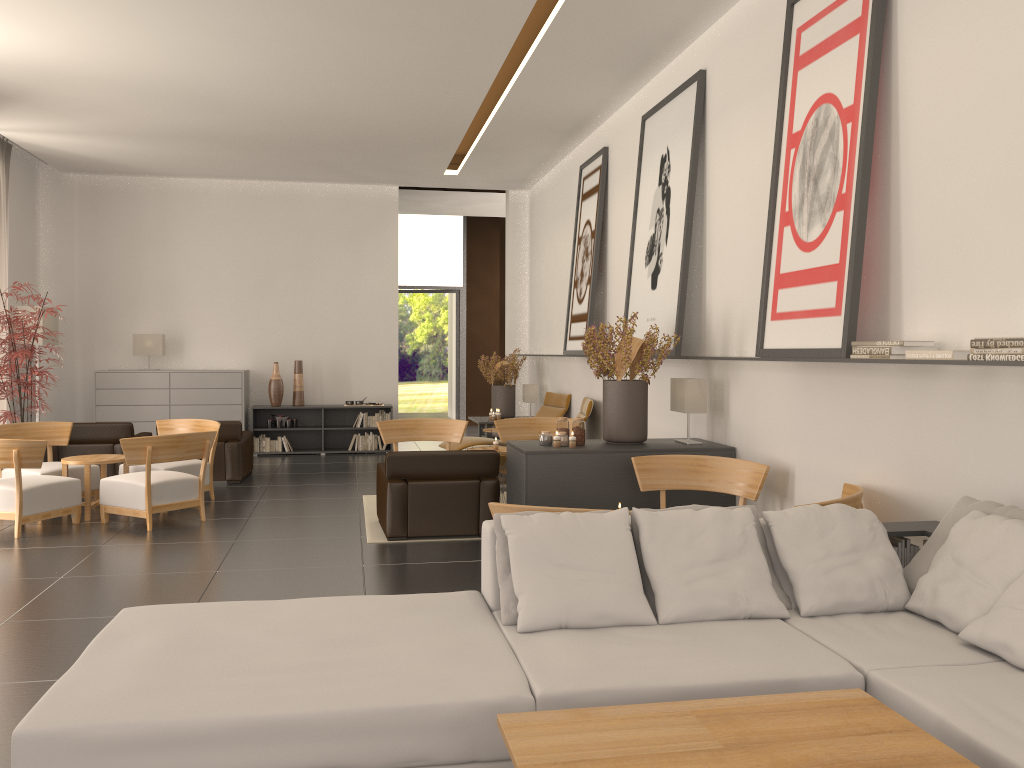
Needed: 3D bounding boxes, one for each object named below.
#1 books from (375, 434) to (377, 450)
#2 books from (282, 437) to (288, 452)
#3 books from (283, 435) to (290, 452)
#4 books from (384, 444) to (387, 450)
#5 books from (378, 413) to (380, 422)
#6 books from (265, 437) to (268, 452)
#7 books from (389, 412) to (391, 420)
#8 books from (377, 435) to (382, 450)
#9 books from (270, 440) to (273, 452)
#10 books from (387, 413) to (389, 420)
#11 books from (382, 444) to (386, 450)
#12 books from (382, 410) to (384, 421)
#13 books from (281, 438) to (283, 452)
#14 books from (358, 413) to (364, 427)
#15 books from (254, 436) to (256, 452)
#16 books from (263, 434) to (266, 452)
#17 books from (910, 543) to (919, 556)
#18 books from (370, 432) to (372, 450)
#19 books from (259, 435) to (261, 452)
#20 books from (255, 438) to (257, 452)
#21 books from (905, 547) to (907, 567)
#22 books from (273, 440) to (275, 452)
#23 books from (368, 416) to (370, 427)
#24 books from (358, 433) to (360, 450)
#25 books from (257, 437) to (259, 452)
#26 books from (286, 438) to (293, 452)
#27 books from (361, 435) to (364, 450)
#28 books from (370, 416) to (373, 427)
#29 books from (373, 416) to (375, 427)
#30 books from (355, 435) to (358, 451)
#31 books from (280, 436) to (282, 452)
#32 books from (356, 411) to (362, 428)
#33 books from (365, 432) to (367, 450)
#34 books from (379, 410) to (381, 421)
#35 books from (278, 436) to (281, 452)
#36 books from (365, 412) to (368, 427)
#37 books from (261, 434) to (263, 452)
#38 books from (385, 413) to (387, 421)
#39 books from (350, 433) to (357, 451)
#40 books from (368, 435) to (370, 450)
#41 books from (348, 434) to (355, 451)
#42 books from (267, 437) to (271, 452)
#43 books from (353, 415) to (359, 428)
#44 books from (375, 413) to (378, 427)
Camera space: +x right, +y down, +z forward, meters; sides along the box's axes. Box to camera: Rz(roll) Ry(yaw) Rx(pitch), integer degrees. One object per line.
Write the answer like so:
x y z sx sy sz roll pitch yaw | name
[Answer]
-3.098 1.320 20.198 0.057 0.346 0.197 0 1 -10 | books
-5.059 1.342 19.777 0.130 0.322 0.252 0 1 -10 | books
-5.024 1.325 19.791 0.138 0.354 0.236 0 1 -10 | books
-2.854 1.309 20.215 0.156 0.371 0.252 0 1 -10 | books
-3.033 0.815 20.150 0.039 0.318 0.236 0 1 -10 | books
-5.456 1.343 19.712 0.039 0.318 0.236 0 1 -10 | books
-2.782 0.805 20.187 0.022 0.338 0.253 0 1 -10 | books
-3.015 1.332 20.192 0.106 0.325 0.238 0 1 -10 | books
-5.360 1.376 19.765 0.054 0.249 0.167 0 1 -10 | books
-2.820 0.821 20.194 0.048 0.305 0.226 0 1 -10 | books
-2.883 1.315 20.211 0.154 0.360 0.249 0 1 -10 | books
-2.940 0.781 20.175 0.029 0.385 0.220 0 1 -10 | books
-5.131 1.349 19.770 0.017 0.305 0.239 0 1 -10 | books
-3.427 0.816 20.069 0.130 0.322 0.252 0 1 -10 | books
-5.704 1.334 19.657 0.022 0.338 0.253 0 1 -10 | books
-5.496 1.310 19.705 0.039 0.384 0.232 0 1 -10 | books
2.772 1.227 6.194 0.039 0.221 0.174 0 1 -10 | books
-3.202 1.292 20.154 0.041 0.404 0.245 0 1 -10 | books
-5.587 1.323 19.700 0.039 0.358 0.210 0 1 -10 | books
-5.671 1.350 19.677 0.048 0.305 0.226 0 1 -10 | books
2.691 1.231 6.169 0.012 0.215 0.153 0 1 -10 | books
-5.306 1.376 19.775 0.054 0.249 0.167 0 1 -10 | books
-3.251 0.850 20.145 0.054 0.249 0.167 0 1 -10 | books
-3.466 1.306 20.104 0.041 0.377 0.248 0 1 -10 | books
-5.624 1.347 19.676 0.039 0.312 0.246 0 1 -10 | books
-4.964 1.356 19.794 0.142 0.289 0.252 0 1 -10 | books
-3.398 1.331 20.112 0.057 0.327 0.257 0 1 -10 | books
-3.196 0.849 20.155 0.054 0.249 0.167 0 1 -10 | books
-3.141 0.849 20.165 0.054 0.249 0.167 0 1 -10 | books
-3.519 1.324 20.085 0.071 0.344 0.265 0 1 -10 | books
-5.150 1.339 19.759 0.019 0.324 0.254 0 1 -10 | books
-3.465 0.800 20.070 0.138 0.354 0.236 0 1 -10 | books
-3.322 1.291 20.138 0.031 0.406 0.231 0 1 -10 | books
-2.993 0.783 20.158 0.039 0.384 0.232 0 1 -10 | books
-5.193 1.336 19.785 0.054 0.328 0.187 0 1 -10 | books
-3.304 0.810 20.124 0.054 0.328 0.187 0 1 -10 | books
-5.551 1.310 19.702 0.029 0.385 0.220 0 1 -10 | books
-2.863 0.818 20.176 0.039 0.312 0.246 0 1 -10 | books
-3.597 1.311 20.078 0.156 0.371 0.252 0 1 -10 | books
-3.243 1.326 20.145 0.041 0.335 0.248 0 1 -10 | books
-3.626 1.317 20.074 0.154 0.360 0.249 0 1 -10 | books
-5.408 1.347 19.716 0.054 0.311 0.244 0 1 -10 | books
-3.522 0.832 20.052 0.142 0.289 0.252 0 1 -10 | books
-3.079 0.819 20.137 0.054 0.311 0.244 0 1 -10 | books
